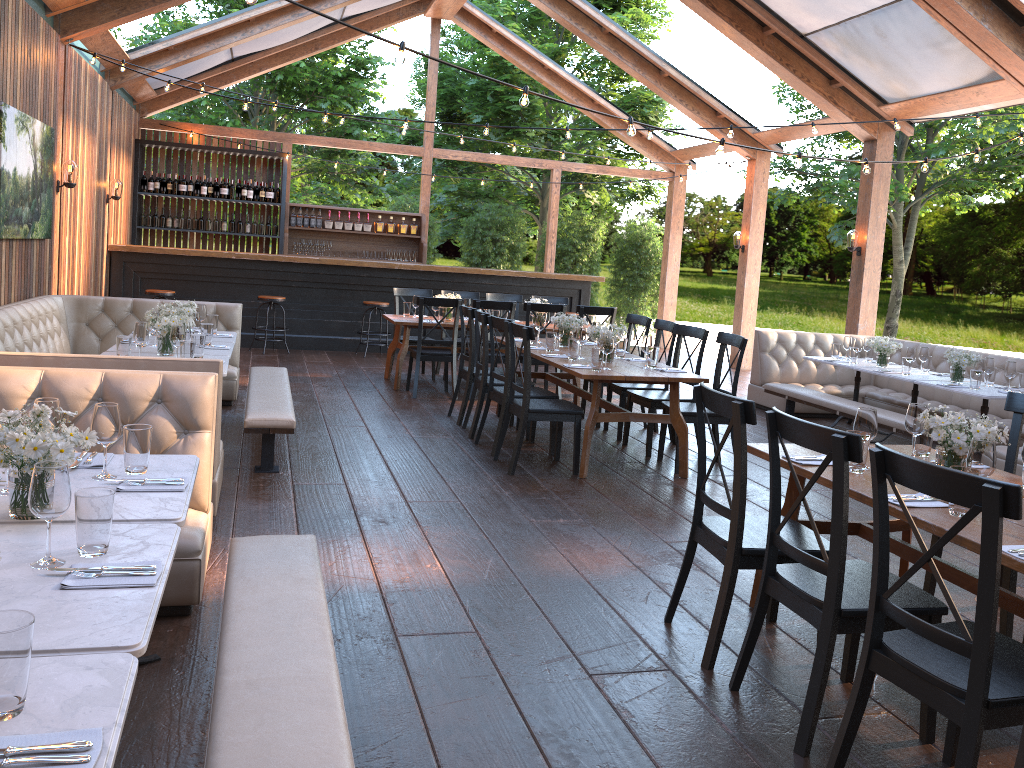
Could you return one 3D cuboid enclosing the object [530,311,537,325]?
[{"bbox_3d":[0.235,-0.770,9.858,0.092,0.243,0.092,6,5,26],"label":"object"}]

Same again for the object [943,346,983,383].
[{"bbox_3d":[3.853,-0.165,7.612,0.329,0.308,0.338,5,7,6],"label":"object"}]

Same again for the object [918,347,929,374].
[{"bbox_3d":[3.810,-0.220,8.195,0.092,0.243,0.092,6,5,26],"label":"object"}]

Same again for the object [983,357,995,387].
[{"bbox_3d":[4.010,-0.098,7.451,0.092,0.243,0.092,7,6,32],"label":"object"}]

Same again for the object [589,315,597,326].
[{"bbox_3d":[0.902,-0.691,9.939,0.092,0.157,0.092,5,5,10],"label":"object"}]

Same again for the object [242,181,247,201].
[{"bbox_3d":[-4.133,-2.988,13.672,0.077,0.305,0.077,4,5,0],"label":"object"}]

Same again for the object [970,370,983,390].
[{"bbox_3d":[3.754,-0.032,7.163,0.092,0.157,0.092,1,6,-29],"label":"object"}]

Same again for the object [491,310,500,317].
[{"bbox_3d":[-0.184,-0.724,9.633,0.092,0.157,0.092,5,5,10],"label":"object"}]

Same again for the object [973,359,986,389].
[{"bbox_3d":[3.824,-0.082,7.246,0.092,0.243,0.092,7,6,32],"label":"object"}]

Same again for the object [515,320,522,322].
[{"bbox_3d":[0.029,-0.740,10.336,0.157,0.019,0.257,2,8,-16],"label":"object"}]

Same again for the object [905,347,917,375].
[{"bbox_3d":[3.609,-0.208,8.014,0.092,0.243,0.092,6,5,26],"label":"object"}]

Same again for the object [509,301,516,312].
[{"bbox_3d":[-0.004,-0.832,10.172,0.092,0.243,0.092,6,5,26],"label":"object"}]

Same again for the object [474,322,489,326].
[{"bbox_3d":[-0.332,-0.653,9.560,0.157,0.019,0.257,2,8,-16],"label":"object"}]

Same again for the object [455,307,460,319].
[{"bbox_3d":[-0.611,-0.820,10.093,0.092,0.157,0.092,5,5,10],"label":"object"}]

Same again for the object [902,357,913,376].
[{"bbox_3d":[3.539,-0.158,7.930,0.092,0.157,0.092,1,6,-29],"label":"object"}]

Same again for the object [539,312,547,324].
[{"bbox_3d":[0.336,-0.709,9.787,0.092,0.157,0.092,5,5,10],"label":"object"}]

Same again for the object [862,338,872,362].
[{"bbox_3d":[3.594,-0.345,8.958,0.092,0.243,0.092,6,5,26],"label":"object"}]

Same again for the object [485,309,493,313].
[{"bbox_3d":[-0.255,-0.782,9.704,0.092,0.243,0.092,6,5,26],"label":"object"}]

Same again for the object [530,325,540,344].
[{"bbox_3d":[0.197,-0.438,7.839,0.092,0.157,0.092,5,5,10],"label":"object"}]

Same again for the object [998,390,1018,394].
[{"bbox_3d":[4.001,0.069,7.068,0.157,0.019,0.257,2,8,-16],"label":"object"}]

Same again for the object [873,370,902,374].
[{"bbox_3d":[3.444,-0.115,8.075,0.255,0.019,0.159,2,8,-16],"label":"object"}]

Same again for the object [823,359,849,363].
[{"bbox_3d":[3.243,-0.233,8.795,0.255,0.019,0.159,2,8,-16],"label":"object"}]

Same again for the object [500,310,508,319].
[{"bbox_3d":[-0.093,-0.803,10.228,0.092,0.157,0.092,5,5,10],"label":"object"}]

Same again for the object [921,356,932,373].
[{"bbox_3d":[3.874,-0.185,8.285,0.092,0.157,0.092,1,6,-29],"label":"object"}]

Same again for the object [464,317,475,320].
[{"bbox_3d":[-0.475,-0.756,10.198,0.157,0.019,0.257,2,8,-16],"label":"object"}]

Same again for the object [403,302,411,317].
[{"bbox_3d":[-1.180,-0.837,9.931,0.092,0.157,0.092,5,5,10],"label":"object"}]

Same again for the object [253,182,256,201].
[{"bbox_3d":[-4.026,-3.002,13.836,0.075,0.301,0.076,1,6,-33],"label":"object"}]

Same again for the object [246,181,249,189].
[{"bbox_3d":[-4.118,-3.006,13.785,0.078,0.310,0.078,2,5,-21],"label":"object"}]

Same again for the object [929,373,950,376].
[{"bbox_3d":[3.959,-0.090,8.151,0.255,0.019,0.159,2,8,-16],"label":"object"}]

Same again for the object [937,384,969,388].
[{"bbox_3d":[3.659,0.011,7.307,0.255,0.019,0.159,2,8,-16],"label":"object"}]

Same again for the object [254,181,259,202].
[{"bbox_3d":[-3.967,-2.989,13.748,0.077,0.307,0.078,1,6,-37],"label":"object"}]

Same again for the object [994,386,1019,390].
[{"bbox_3d":[4.159,0.032,7.407,0.255,0.019,0.159,2,8,-16],"label":"object"}]

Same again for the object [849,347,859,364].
[{"bbox_3d":[3.338,-0.276,8.650,0.092,0.157,0.092,1,6,-29],"label":"object"}]

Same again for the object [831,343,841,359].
[{"bbox_3d":[3.306,-0.334,9.038,0.092,0.157,0.092,1,6,-29],"label":"object"}]

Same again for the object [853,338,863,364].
[{"bbox_3d":[3.408,-0.326,8.733,0.092,0.243,0.092,6,5,26],"label":"object"}]

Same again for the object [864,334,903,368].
[{"bbox_3d":[3.579,-0.316,8.520,0.329,0.308,0.338,-2,9,-41],"label":"object"}]

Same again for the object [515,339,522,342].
[{"bbox_3d":[0.081,-0.398,7.991,0.255,0.019,0.159,2,8,-16],"label":"object"}]

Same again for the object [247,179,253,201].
[{"bbox_3d":[-4.053,-3.001,13.705,0.087,0.332,0.088,1,6,-36],"label":"object"}]

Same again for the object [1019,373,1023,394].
[{"bbox_3d":[4.145,-0.003,7.153,0.092,0.157,0.092,1,6,-29],"label":"object"}]

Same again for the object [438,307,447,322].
[{"bbox_3d":[-0.747,-0.740,9.468,0.092,0.157,0.092,5,5,10],"label":"object"}]

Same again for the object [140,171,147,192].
[{"bbox_3d":[-5.552,-3.049,13.337,0.081,0.323,0.171,1,6,-31],"label":"object"}]

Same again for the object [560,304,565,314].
[{"bbox_3d":[0.575,-0.815,10.335,0.092,0.243,0.092,6,5,26],"label":"object"}]

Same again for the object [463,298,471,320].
[{"bbox_3d":[-0.510,-0.847,10.029,0.092,0.243,0.092,6,5,26],"label":"object"}]

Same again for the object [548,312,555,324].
[{"bbox_3d":[0.464,-0.790,10.409,0.092,0.157,0.092,5,5,10],"label":"object"}]

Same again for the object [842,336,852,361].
[{"bbox_3d":[3.395,-0.361,8.968,0.092,0.243,0.092,6,5,26],"label":"object"}]

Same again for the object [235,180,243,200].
[{"bbox_3d":[-4.241,-3.017,13.796,0.137,0.314,0.136,8,6,36],"label":"object"}]

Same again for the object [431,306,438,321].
[{"bbox_3d":[-0.826,-0.800,9.551,0.092,0.243,0.092,6,5,26],"label":"object"}]

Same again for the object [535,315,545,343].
[{"bbox_3d":[0.248,-0.491,7.934,0.092,0.243,0.092,6,5,26],"label":"object"}]

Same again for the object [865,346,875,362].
[{"bbox_3d":[3.658,-0.311,9.048,0.092,0.157,0.092,1,6,-29],"label":"object"}]

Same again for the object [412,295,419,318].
[{"bbox_3d":[-1.073,-0.863,9.862,0.092,0.243,0.092,6,5,26],"label":"object"}]

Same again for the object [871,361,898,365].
[{"bbox_3d":[3.743,-0.215,8.914,0.255,0.019,0.159,2,8,-16],"label":"object"}]

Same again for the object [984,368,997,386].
[{"bbox_3d":[4.074,-0.064,7.541,0.092,0.157,0.092,1,6,-29],"label":"object"}]

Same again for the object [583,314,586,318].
[{"bbox_3d":[0.801,-0.753,10.018,0.092,0.243,0.092,6,5,26],"label":"object"}]

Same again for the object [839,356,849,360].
[{"bbox_3d":[3.441,-0.268,9.133,0.157,0.019,0.257,2,8,-16],"label":"object"}]

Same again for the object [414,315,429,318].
[{"bbox_3d":[-1.026,-0.771,10.037,0.157,0.019,0.257,2,8,-16],"label":"object"}]

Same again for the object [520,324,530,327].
[{"bbox_3d":[0.175,-0.639,9.707,0.157,0.019,0.257,2,8,-16],"label":"object"}]

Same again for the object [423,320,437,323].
[{"bbox_3d":[-0.881,-0.670,9.403,0.157,0.019,0.257,2,8,-16],"label":"object"}]
